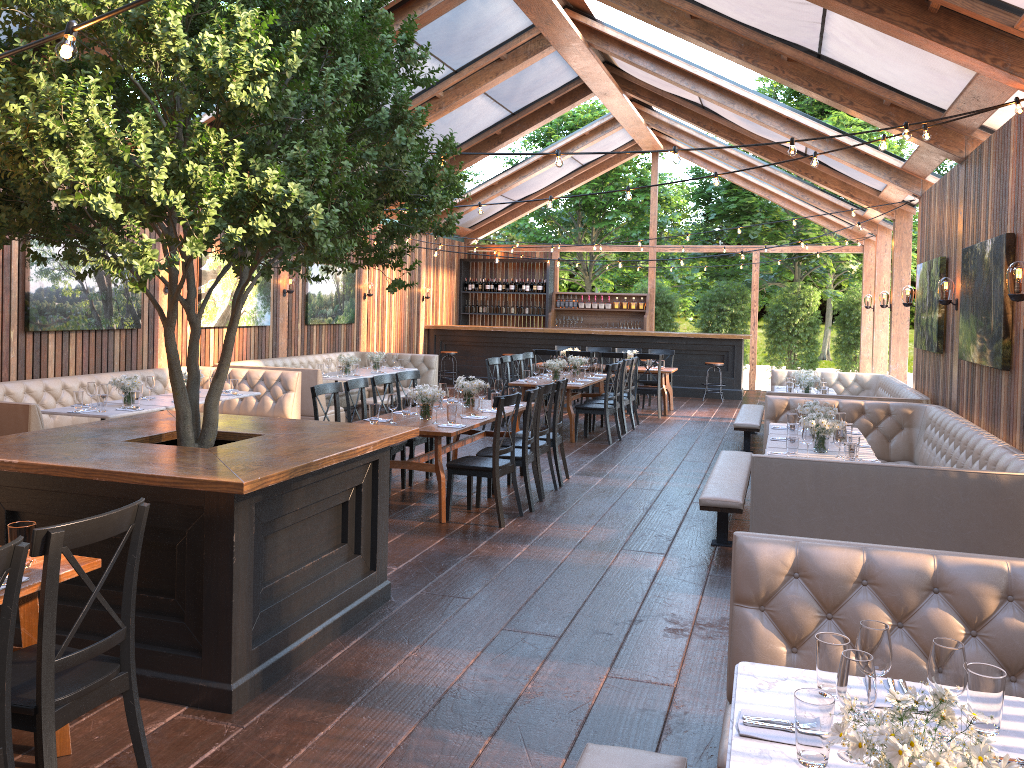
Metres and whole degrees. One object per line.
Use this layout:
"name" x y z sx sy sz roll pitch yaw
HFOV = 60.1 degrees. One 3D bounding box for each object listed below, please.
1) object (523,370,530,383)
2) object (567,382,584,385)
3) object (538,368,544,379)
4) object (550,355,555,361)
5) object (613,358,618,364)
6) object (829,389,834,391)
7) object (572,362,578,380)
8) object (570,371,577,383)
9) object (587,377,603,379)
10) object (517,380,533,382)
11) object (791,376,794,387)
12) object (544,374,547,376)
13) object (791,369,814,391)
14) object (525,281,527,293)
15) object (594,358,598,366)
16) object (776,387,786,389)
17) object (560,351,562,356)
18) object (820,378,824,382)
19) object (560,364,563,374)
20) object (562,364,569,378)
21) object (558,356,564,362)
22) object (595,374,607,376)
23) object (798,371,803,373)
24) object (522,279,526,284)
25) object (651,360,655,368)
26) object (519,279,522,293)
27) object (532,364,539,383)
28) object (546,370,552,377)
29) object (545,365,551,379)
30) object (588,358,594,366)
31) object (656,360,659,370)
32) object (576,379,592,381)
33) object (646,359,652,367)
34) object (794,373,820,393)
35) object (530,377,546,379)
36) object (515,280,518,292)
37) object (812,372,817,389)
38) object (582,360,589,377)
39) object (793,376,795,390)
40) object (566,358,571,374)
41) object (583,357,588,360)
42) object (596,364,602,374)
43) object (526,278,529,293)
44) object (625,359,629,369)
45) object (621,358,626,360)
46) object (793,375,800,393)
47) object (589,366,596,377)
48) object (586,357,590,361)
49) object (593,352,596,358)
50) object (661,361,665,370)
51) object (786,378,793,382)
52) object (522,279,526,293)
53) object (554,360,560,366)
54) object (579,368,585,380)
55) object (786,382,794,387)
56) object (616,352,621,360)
"object" 0.192 -0.100 11.632 0.092 0.158 0.092 0 3 -37
"object" 0.807 -0.010 11.574 0.255 0.019 0.158 3 5 17
"object" 0.398 -0.144 12.186 0.092 0.158 0.092 3 3 43
"object" 0.724 -0.449 15.758 0.092 0.158 0.092 3 3 43
"object" 1.798 -0.393 15.416 0.092 0.158 0.092 3 3 43
"object" 4.309 0.078 12.203 0.255 0.019 0.158 3 5 17
"object" 0.871 -0.181 12.277 0.092 0.244 0.092 0 2 -31
"object" 0.812 -0.095 11.749 0.092 0.158 0.092 0 2 -27
"object" 1.162 -0.095 12.639 0.255 0.019 0.158 3 5 17
"object" 0.190 -0.045 11.800 0.255 0.019 0.158 3 5 17
"object" 4.009 -0.030 12.552 0.092 0.158 0.092 2 2 3
"object" 0.523 -0.131 12.871 0.255 0.019 0.158 3 5 17
"object" 3.959 -0.055 11.972 0.329 0.309 0.337 1 3 -9
"object" 0.352 -2.294 20.730 0.078 0.312 0.078 2 1 12
"object" 1.399 -0.363 14.962 0.092 0.158 0.092 3 3 43
"object" 3.825 0.051 12.375 0.255 0.019 0.158 3 5 17
"object" 0.816 -0.445 15.247 0.092 0.244 0.092 0 2 -31
"object" 4.311 -0.006 12.368 0.092 0.158 0.092 2 2 3
"object" 0.748 -0.228 13.241 0.092 0.158 0.092 3 3 43
"object" 0.705 -0.136 11.695 0.092 0.244 0.092 1 2 -25
"object" 0.836 -0.392 15.131 0.092 0.158 0.092 3 3 43
"object" 1.306 -0.142 13.210 0.255 0.019 0.158 3 5 17
"object" 4.047 -0.062 12.448 0.092 0.244 0.092 0 2 -31
"object" 0.254 -2.304 20.805 0.136 0.315 0.136 1 2 -21
"object" 2.418 -0.397 15.145 0.092 0.244 0.092 0 2 -31
"object" 0.197 -2.301 20.691 0.081 0.323 0.081 1 1 -4
"object" 0.314 -0.144 11.681 0.092 0.244 0.092 1 2 -25
"object" 0.535 -0.184 12.685 0.092 0.158 0.092 3 3 43
"object" 0.508 -0.188 12.238 0.092 0.244 0.092 0 2 -31
"object" 1.194 -0.268 13.337 0.092 0.244 0.092 0 2 -31
"object" 2.436 -0.362 14.754 0.092 0.244 0.092 0 2 -31
"object" 0.972 -0.055 12.149 0.255 0.019 0.158 3 5 17
"object" 2.364 -0.366 15.264 0.092 0.158 0.092 3 3 43
"object" 3.698 0.019 11.055 0.329 0.309 0.336 4 4 39
"object" 0.384 -0.090 12.363 0.255 0.019 0.158 3 5 17
"object" 0.108 -2.295 20.719 0.075 0.302 0.075 1 1 0
"object" 4.209 -0.048 12.331 0.092 0.244 0.092 0 2 -31
"object" 1.062 -0.221 12.766 0.092 0.244 0.092 0 2 -31
"object" 3.931 -0.047 12.243 0.092 0.244 0.092 0 2 -31
"object" 0.842 -0.273 13.297 0.092 0.244 0.092 0 2 -31
"object" 1.290 -0.420 15.584 0.092 0.158 0.092 3 3 43
"object" 1.316 -0.225 13.364 0.092 0.158 0.092 3 3 43
"object" 0.363 -2.296 20.627 0.087 0.334 0.087 1 1 -3
"object" 1.920 -0.337 14.809 0.092 0.158 0.092 3 3 43
"object" 1.873 -0.391 14.928 0.092 0.244 0.092 0 2 -31
"object" 3.710 0.010 11.525 0.092 0.244 0.092 0 2 -31
"object" 1.164 -0.179 12.804 0.092 0.158 0.092 3 3 43
"object" 1.340 -0.453 15.478 0.092 0.244 0.092 0 2 -31
"object" 1.378 -0.415 15.066 0.092 0.244 0.092 0 2 -31
"object" 2.477 -0.307 14.629 0.092 0.158 0.092 3 3 43
"object" 3.826 -0.004 12.207 0.092 0.158 0.092 2 2 3
"object" 0.278 -2.286 20.642 0.077 0.306 0.077 2 2 33
"object" 0.642 -0.229 12.735 0.092 0.244 0.092 0 2 -31
"object" 0.973 -0.139 12.314 0.092 0.158 0.092 3 3 43
"object" 3.606 0.054 11.490 0.092 0.158 0.092 2 2 3
"object" 1.843 -0.427 15.324 0.092 0.244 0.092 0 2 -31
